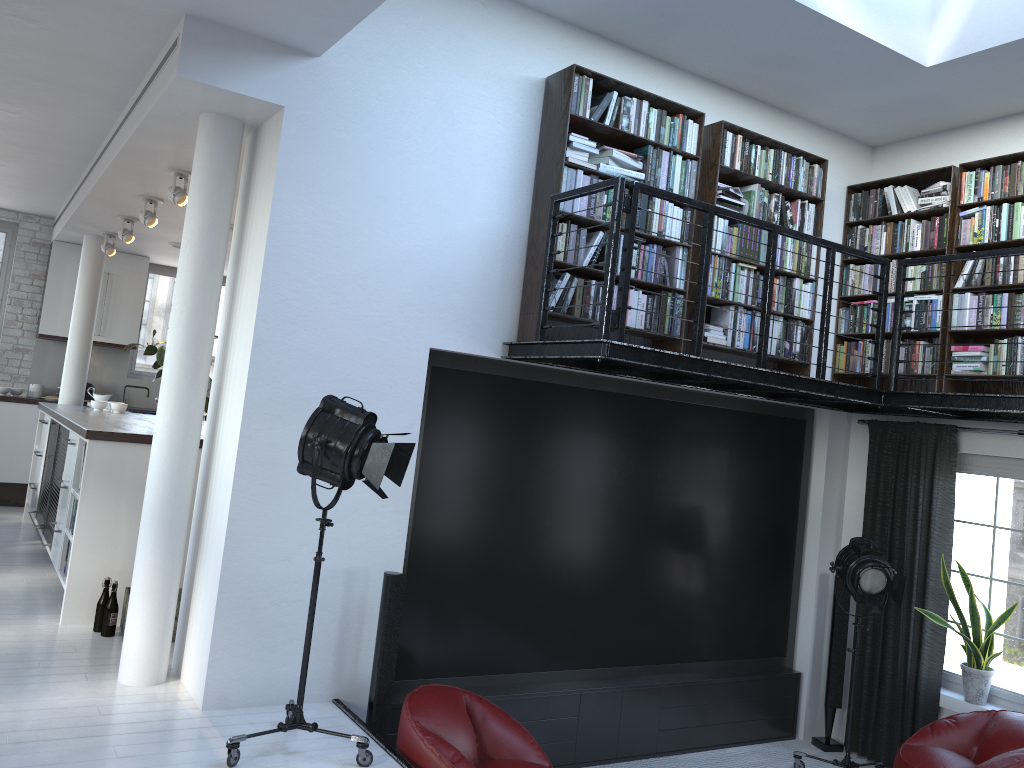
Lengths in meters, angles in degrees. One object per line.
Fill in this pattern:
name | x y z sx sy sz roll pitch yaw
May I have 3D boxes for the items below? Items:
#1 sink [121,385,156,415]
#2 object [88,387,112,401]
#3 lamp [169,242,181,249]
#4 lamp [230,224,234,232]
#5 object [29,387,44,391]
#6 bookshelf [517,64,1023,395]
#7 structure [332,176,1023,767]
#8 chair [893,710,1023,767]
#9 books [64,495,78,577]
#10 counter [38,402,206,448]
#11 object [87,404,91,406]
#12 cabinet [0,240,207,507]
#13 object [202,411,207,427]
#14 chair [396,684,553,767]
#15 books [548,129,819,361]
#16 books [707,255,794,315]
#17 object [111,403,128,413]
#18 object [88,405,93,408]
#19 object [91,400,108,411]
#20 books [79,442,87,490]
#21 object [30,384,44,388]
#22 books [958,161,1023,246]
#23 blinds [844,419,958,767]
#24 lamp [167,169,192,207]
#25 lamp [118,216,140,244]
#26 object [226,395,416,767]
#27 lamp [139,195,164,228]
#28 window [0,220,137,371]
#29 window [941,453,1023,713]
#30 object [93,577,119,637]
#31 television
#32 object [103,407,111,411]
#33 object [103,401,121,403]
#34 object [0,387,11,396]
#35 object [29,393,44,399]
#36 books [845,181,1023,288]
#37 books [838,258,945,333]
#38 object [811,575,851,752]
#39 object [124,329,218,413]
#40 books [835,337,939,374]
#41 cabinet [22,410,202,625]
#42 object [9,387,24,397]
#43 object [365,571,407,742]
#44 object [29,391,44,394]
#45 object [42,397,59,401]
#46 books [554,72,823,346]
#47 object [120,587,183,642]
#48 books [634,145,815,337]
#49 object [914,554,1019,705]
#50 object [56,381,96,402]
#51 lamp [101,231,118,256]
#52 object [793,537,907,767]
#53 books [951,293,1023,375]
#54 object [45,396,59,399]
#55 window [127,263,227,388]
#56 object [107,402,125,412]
sink | -3.794 0.299 9.311 0.646 0.520 0.546 9 -4 -31
object | -4.256 0.132 9.147 0.269 0.174 0.130 7 -4 -2
lamp | -3.470 -1.456 9.401 0.329 0.025 0.327 5 -3 33
lamp | -2.601 -1.417 7.995 0.328 0.025 0.328 8 -3 -26
object | -5.475 0.070 10.203 0.153 0.063 0.152 7 -3 -2
bookshelf | 2.595 -0.812 4.170 3.080 1.620 4.476 8 -3 -32
structure | 1.762 0.751 3.642 4.603 3.363 4.489 8 -4 -31
chair | 2.653 2.254 5.114 0.831 0.713 0.827 5 -4 20
books | -2.637 0.896 5.883 0.490 0.800 0.540 9 -5 -31
counter | -3.133 0.348 7.649 1.442 0.061 4.201 8 -3 -32
object | -4.243 0.236 9.141 0.261 0.028 0.261 7 -2 -7
cabinet | -3.610 -0.042 7.515 7.209 3.009 7.301 8 -3 -31
object | -2.685 0.263 7.748 0.082 0.223 0.083 10 -6 -40
chair | -0.154 1.897 4.241 0.831 0.713 0.827 4 -4 38
books | 2.262 -0.928 3.959 2.199 1.412 4.378 8 -3 -32
books | 2.725 -0.865 4.224 1.167 1.408 4.384 9 -3 -32
object | -3.795 0.234 8.547 0.156 0.093 0.156 7 -3 -17
object | -4.243 0.244 9.140 0.261 0.028 0.262 9 -3 -43
object | -3.972 0.213 8.527 0.156 0.093 0.157 8 -4 -31
books | -2.769 0.558 5.932 0.186 0.329 0.323 9 -4 -32
object | -5.473 0.037 10.208 0.154 0.075 0.152 5 -3 26
books | 3.791 -1.006 4.924 0.213 0.829 2.637 9 -4 -32
blinds | 3.164 1.464 5.428 0.125 2.392 2.508 9 -4 -31
lamp | -2.309 -1.351 6.152 0.182 0.239 0.183 9 -4 -28
lamp | -3.532 -1.405 8.132 0.182 0.239 0.183 9 -4 -28
object | -0.781 0.845 3.936 0.545 1.583 0.608 5 -5 12
lamp | -2.920 -1.378 7.142 0.182 0.239 0.183 9 -4 -28
window | -8.238 -1.313 14.089 8.113 6.088 9.147 8 -4 -31
window | 3.255 1.284 5.734 0.132 1.609 1.167 9 -5 -32
object | -2.255 1.371 5.430 0.556 0.325 0.288 7 -4 -5
television | 0.771 1.197 5.766 3.344 2.434 0.116 8 -5 -31
object | -4.031 0.252 8.910 0.235 0.041 0.236 8 -3 -36
object | -4.025 0.200 8.914 0.236 0.041 0.235 6 -3 9
object | -5.664 0.079 9.843 0.156 0.093 0.157 8 -4 -33
object | -5.481 0.135 10.202 0.153 0.056 0.153 6 -3 11
books | 3.749 -0.712 4.891 0.241 1.400 4.442 9 -4 -31
books | 3.754 -0.723 4.893 0.226 1.415 4.437 9 -4 -32
object | 2.336 2.013 6.424 0.157 1.224 0.157 8 -5 -16
object | -2.389 -0.106 6.305 0.776 0.893 0.435 5 -5 26
books | 3.335 -0.785 4.654 1.282 1.432 4.436 9 -3 -30
cabinet | -3.195 0.932 7.592 1.496 1.174 4.170 9 -3 -32
object | -5.595 0.093 9.994 0.157 0.093 0.156 4 -4 39
object | -0.691 1.589 4.560 0.157 1.224 0.157 3 -6 39
object | -5.478 0.100 10.202 0.153 0.074 0.153 8 -3 -28
object | -5.176 0.175 10.009 0.261 0.028 0.262 9 -3 -44
books | 1.142 -0.991 5.727 2.201 1.427 0.315 8 -5 -31
object | -2.156 1.422 5.490 0.454 0.249 0.389 8 -3 -26
books | 2.497 -0.761 4.114 1.594 1.142 4.336 9 -3 -32
object | 2.866 1.572 5.797 0.525 0.942 0.552 8 -4 -21
object | -5.075 0.067 10.335 0.413 0.292 0.278 8 -4 -31
lamp | -4.144 -1.433 9.122 0.182 0.239 0.183 9 -4 -28
object | 3.070 1.856 5.009 2.909 1.582 0.750 4 -5 42
books | 3.944 -0.563 4.570 0.240 1.125 3.392 9 -4 -32
object | -5.182 0.158 10.010 0.138 0.044 0.136 5 -3 21
window | -4.141 -0.722 11.317 1.295 1.463 0.133 9 -5 -31
object | -3.888 0.229 8.697 0.157 0.093 0.156 4 -4 44
